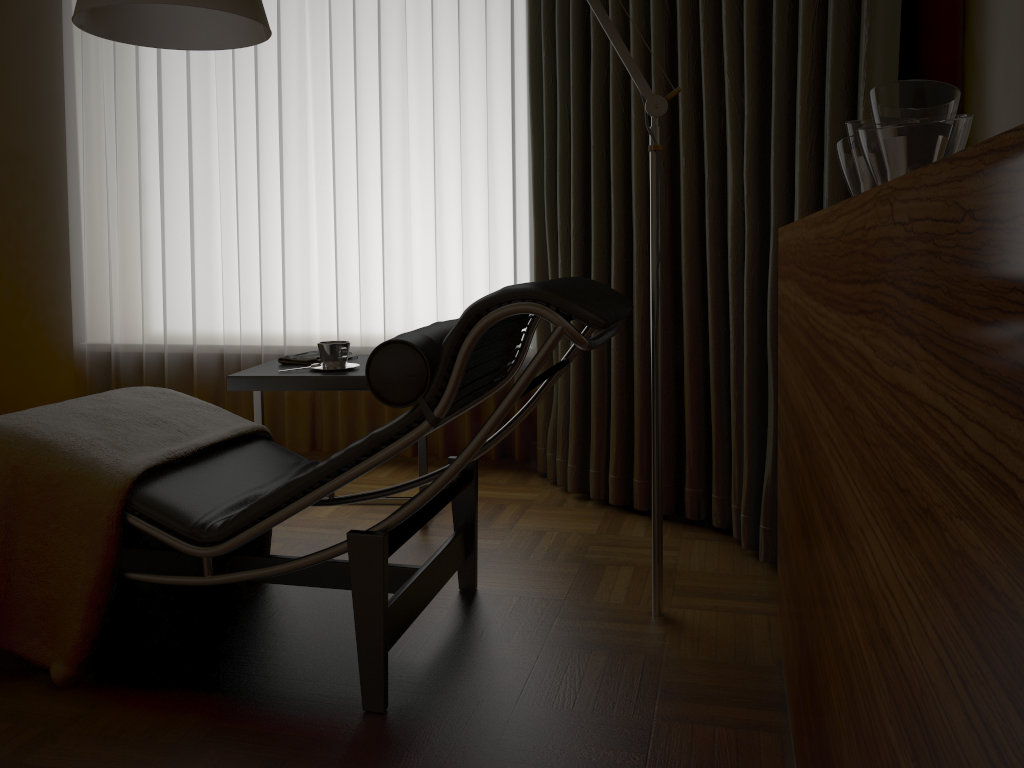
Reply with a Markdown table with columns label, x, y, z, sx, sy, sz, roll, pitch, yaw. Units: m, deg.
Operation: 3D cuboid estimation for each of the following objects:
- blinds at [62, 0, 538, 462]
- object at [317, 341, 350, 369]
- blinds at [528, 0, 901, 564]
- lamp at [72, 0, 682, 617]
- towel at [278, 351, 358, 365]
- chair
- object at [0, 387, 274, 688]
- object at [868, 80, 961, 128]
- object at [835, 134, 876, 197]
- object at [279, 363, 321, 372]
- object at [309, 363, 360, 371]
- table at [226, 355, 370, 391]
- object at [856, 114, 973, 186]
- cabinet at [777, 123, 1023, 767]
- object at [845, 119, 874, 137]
| label | x | y | z | sx | sy | sz | roll | pitch | yaw |
| --- | --- | --- | --- | --- | --- | --- | --- | --- | --- |
| blinds | -0.918 | -0.853 | 3.651 | 2.196 | 2.278 | 0.093 | 1 | 4 | 14 |
| object | -0.525 | -0.085 | 2.635 | 0.111 | 0.078 | 0.098 | 1 | 7 | 15 |
| blinds | 0.487 | -0.798 | 2.716 | 0.225 | 2.438 | 1.539 | -3 | 5 | -31 |
| lamp | -0.350 | -0.380 | 2.026 | 1.415 | 1.955 | 0.454 | 1 | 4 | 17 |
| towel | -0.624 | -0.085 | 2.855 | 0.179 | 0.035 | 0.243 | 2 | 9 | 17 |
| chair | -0.633 | 0.163 | 2.047 | 1.788 | 0.793 | 0.640 | 1 | 6 | 14 |
| object | -1.141 | 0.298 | 2.197 | 0.908 | 0.517 | 0.925 | 1 | 7 | 14 |
| object | 0.585 | -0.358 | 1.288 | 0.122 | 0.149 | 0.123 | -1 | 5 | -7 |
| object | 0.649 | -0.359 | 1.550 | 0.156 | 0.153 | 0.156 | -4 | 7 | -29 |
| object | -0.623 | -0.049 | 2.598 | 0.123 | 0.019 | 0.029 | -3 | 7 | -17 |
| object | -0.530 | -0.049 | 2.639 | 0.150 | 0.009 | 0.151 | 2 | 9 | 19 |
| table | -0.547 | -0.040 | 2.759 | 0.499 | 0.045 | 0.522 | 0 | 8 | 5 |
| object | 0.585 | -0.320 | 1.290 | 0.156 | 0.153 | 0.157 | 0 | 6 | 4 |
| cabinet | 0.545 | 0.242 | 0.942 | 0.416 | 0.855 | 1.688 | 0 | 7 | 14 |
| object | 0.649 | -0.398 | 1.548 | 0.122 | 0.149 | 0.123 | -1 | 5 | -4 |
